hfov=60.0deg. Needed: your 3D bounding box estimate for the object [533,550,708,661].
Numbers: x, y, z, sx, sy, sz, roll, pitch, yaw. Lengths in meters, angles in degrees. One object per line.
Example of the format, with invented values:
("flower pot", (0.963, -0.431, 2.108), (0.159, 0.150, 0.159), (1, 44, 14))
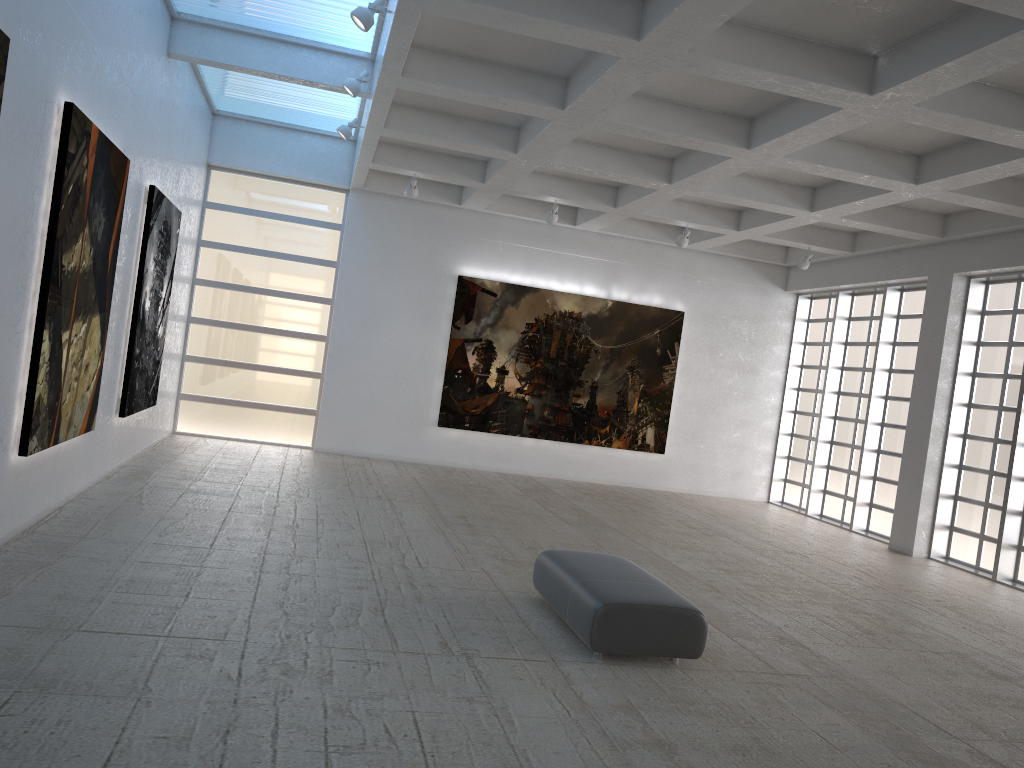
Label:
("object", (1.425, 3.104, 12.713), (1.616, 0.828, 3.044), (8, 1, -13))
